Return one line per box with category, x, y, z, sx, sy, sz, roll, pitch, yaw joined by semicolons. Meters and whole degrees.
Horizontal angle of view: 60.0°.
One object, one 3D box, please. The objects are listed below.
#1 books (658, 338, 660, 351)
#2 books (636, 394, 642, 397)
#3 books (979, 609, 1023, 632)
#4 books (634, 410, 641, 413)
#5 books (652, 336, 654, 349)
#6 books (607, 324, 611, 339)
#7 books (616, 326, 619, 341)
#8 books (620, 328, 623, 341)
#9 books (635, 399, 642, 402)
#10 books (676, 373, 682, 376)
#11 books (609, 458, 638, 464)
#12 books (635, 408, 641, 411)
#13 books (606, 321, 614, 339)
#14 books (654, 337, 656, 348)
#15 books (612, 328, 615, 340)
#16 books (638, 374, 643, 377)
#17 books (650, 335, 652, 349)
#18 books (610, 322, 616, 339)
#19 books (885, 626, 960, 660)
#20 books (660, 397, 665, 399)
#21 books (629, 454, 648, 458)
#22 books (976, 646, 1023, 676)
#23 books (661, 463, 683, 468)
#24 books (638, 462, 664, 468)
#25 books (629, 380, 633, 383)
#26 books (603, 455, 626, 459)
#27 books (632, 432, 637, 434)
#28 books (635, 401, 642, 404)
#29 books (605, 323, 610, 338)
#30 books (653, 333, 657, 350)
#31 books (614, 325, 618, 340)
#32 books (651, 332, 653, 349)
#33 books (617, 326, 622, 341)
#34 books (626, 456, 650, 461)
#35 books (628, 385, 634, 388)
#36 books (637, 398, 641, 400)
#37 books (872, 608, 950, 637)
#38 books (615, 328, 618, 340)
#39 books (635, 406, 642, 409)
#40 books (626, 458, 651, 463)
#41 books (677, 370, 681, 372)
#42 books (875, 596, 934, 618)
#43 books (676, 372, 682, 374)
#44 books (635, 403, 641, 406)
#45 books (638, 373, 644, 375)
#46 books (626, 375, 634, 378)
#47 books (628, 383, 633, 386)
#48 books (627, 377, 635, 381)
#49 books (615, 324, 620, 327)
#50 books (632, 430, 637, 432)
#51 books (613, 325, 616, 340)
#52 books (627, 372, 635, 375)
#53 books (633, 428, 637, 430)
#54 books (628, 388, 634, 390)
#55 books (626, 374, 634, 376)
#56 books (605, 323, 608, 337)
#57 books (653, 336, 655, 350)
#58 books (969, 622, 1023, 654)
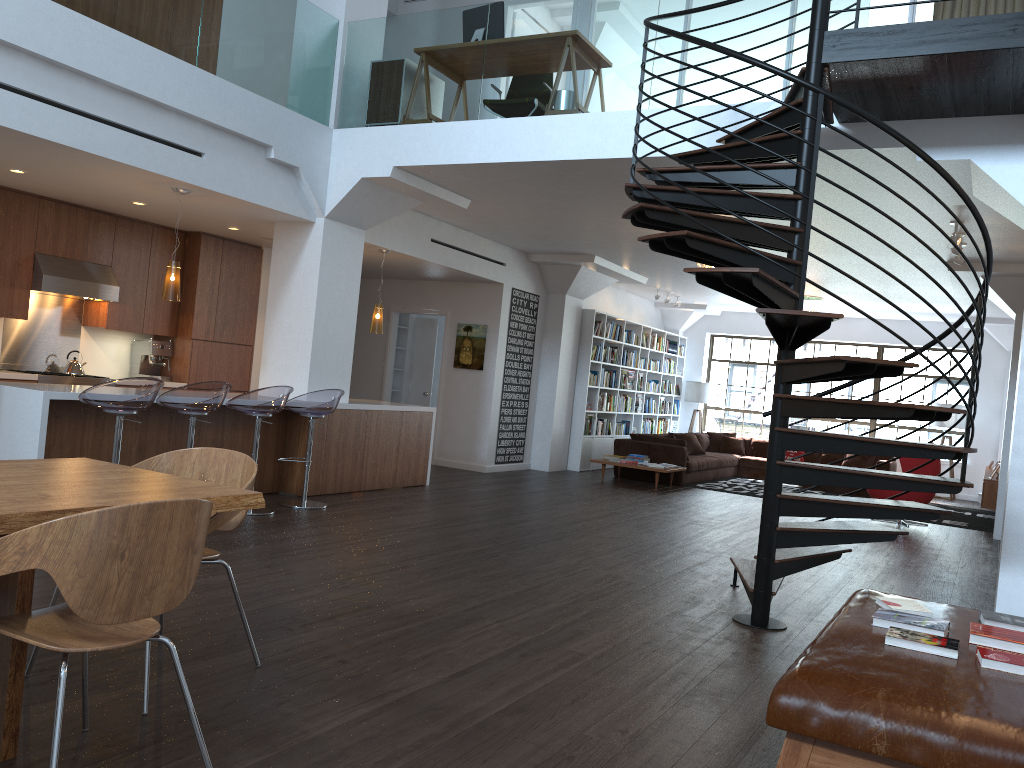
books;2.544;-0.711;15.838;0.168;0.231;0.037;6;0;29
books;2.117;0.192;15.231;0.185;0.041;0.129;6;0;43
books;1.967;0.939;3.447;0.254;0.044;0.183;6;0;23
books;2.072;0.468;15.243;0.246;0.038;0.171;6;0;29
books;2.399;-0.730;15.572;0.159;0.241;0.038;6;0;29
books;1.434;-0.823;13.771;0.174;0.242;0.105;6;0;29
books;1.599;-0.807;14.069;0.174;0.243;0.085;6;0;29
books;1.671;-0.796;14.225;0.167;0.233;0.077;6;0;29
books;2.105;0.277;15.249;0.223;0.032;0.161;6;0;29
books;3.069;-0.190;16.941;0.197;0.035;0.284;6;0;-31
books;1.539;1.064;12.256;0.340;0.035;0.236;6;0;-36
books;2.075;0.431;15.247;0.251;0.037;0.160;6;0;34
books;1.473;-0.843;13.851;0.176;0.293;0.125;6;0;29
books;2.443;-0.717;15.649;0.161;0.223;0.027;6;0;29
books;1.523;-0.803;13.937;0.161;0.222;0.083;6;0;29
books;2.104;-0.151;15.146;0.223;0.031;0.161;6;0;29
books;2.336;-0.739;15.447;0.189;0.247;0.057;6;0;29
books;1.499;-0.840;13.908;0.197;0.290;0.136;6;0;29
books;1.408;0.886;3.042;0.224;0.032;0.161;6;0;29
books;2.655;0.246;16.225;0.224;0.030;0.161;6;0;39
books;1.800;1.021;12.577;0.224;0.027;0.157;6;0;34
books;1.643;0.910;2.884;0.224;0.036;0.161;6;0;23
books;2.185;1.128;12.283;0.350;0.035;0.256;6;0;-36
books;1.886;1.098;12.055;0.231;0.040;0.342;6;0;-21
books;1.917;-0.046;14.852;0.168;0.045;0.231;6;0;24
books;1.487;1.053;12.675;0.241;0.045;0.334;6;0;30
books;1.991;0.831;15.235;0.284;0.035;0.197;6;0;29
books;2.093;0.310;15.246;0.253;0.040;0.183;6;0;29
books;1.406;-0.829;13.726;0.170;0.251;0.118;6;0;29
books;2.463;-0.749;15.686;0.176;0.290;0.053;6;0;29
books;1.561;-0.815;13.991;0.182;0.253;0.098;6;0;29
books;2.378;-0.761;15.483;0.140;0.298;0.044;6;0;29
books;1.647;-0.809;14.160;0.182;0.255;0.077;6;0;29
books;1.793;1.052;12.581;0.279;0.035;0.191;6;0;39
books;1.913;0.038;14.838;0.160;0.039;0.251;6;0;34
books;2.122;0.250;15.225;0.161;0.026;0.223;6;0;18
books;1.484;0.891;3.302;0.247;0.040;0.185;6;0;32
books;1.575;-0.815;14.038;0.182;0.255;0.077;6;0;29
books;2.087;0.393;15.270;0.259;0.040;0.180;6;0;29
books;1.792;1.088;12.575;0.312;0.037;0.216;6;0;19
books;3.075;-0.257;16.935;0.174;0.032;0.254;6;0;-26
books;1.593;0.907;3.606;0.161;0.031;0.223;6;0;6
books;3.072;-0.224;16.941;0.284;0.033;0.197;6;0;44
books;2.097;0.352;15.251;0.231;0.044;0.168;6;0;24
books;2.111;-0.180;15.154;0.224;0.030;0.161;6;0;39
books;1.927;-0.124;14.853;0.161;0.033;0.223;6;0;29
books;1.894;-0.004;14.846;0.180;0.042;0.259;6;0;29
books;1.926;-0.088;14.844;0.183;0.042;0.253;6;0;29
books;1.606;-0.818;14.129;0.180;0.265;0.103;6;0;29
books;1.994;0.797;15.235;0.284;0.033;0.197;6;0;14
books;1.543;-0.815;13.964;0.159;0.248;0.089;6;0;29
books;1.945;-0.178;14.863;0.144;0.024;0.208;6;0;34
books;1.995;0.764;15.239;0.254;0.032;0.174;6;0;34
books;1.913;0.077;14.839;0.171;0.039;0.246;6;0;29
books;1.928;-0.153;14.881;0.223;0.027;0.161;6;0;18
books;1.384;-0.830;13.689;0.159;0.248;0.089;6;0;29
books;2.424;-0.730;15.612;0.171;0.246;0.057;6;0;29
books;1.798;0.921;3.176;0.283;0.043;0.197;6;0;28
